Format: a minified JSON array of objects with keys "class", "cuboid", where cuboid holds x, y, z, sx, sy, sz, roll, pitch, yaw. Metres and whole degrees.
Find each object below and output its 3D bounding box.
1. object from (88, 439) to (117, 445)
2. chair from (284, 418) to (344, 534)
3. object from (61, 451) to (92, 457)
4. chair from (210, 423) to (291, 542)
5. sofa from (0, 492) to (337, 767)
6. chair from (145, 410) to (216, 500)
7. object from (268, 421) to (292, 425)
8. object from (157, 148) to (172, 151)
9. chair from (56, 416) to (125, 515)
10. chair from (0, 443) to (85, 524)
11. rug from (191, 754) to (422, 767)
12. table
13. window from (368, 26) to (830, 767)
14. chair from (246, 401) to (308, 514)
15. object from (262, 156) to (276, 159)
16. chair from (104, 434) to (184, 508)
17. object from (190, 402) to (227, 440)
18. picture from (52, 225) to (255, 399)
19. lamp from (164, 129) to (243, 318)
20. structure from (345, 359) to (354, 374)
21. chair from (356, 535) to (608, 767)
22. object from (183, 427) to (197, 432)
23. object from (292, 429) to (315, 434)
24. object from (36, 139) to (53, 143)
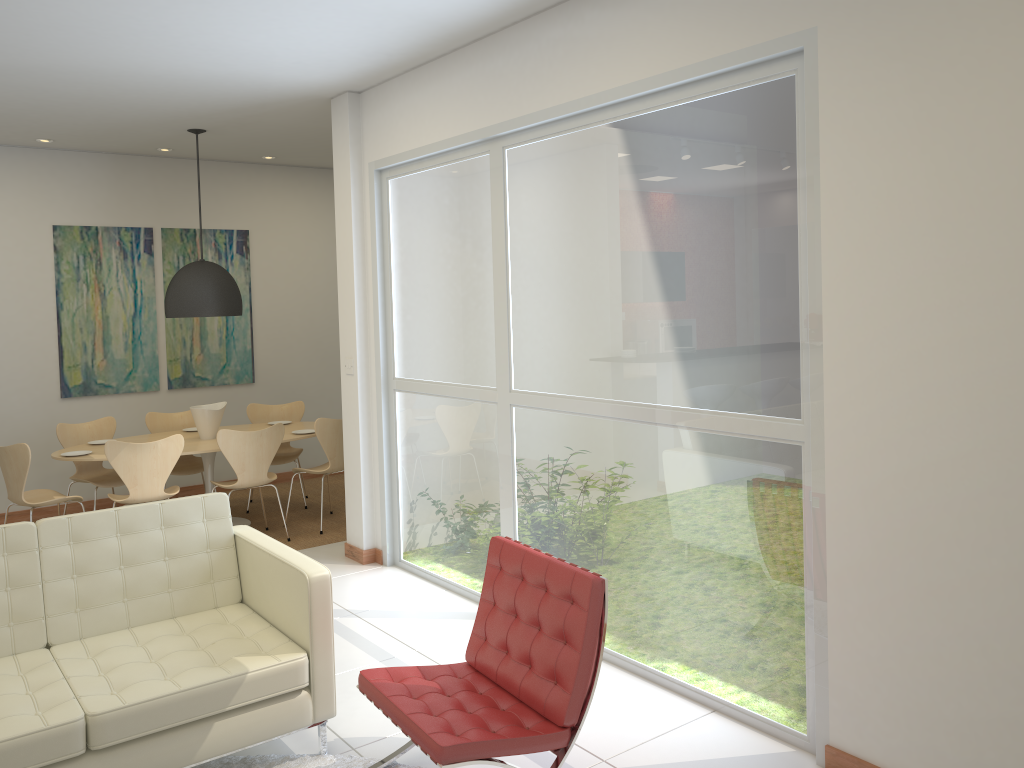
[{"class":"object","cuboid":[-3.257,0.465,7.034,0.210,0.015,0.211,-3,6,-15]},{"class":"chair","cuboid":[-1.498,0.687,7.167,0.516,0.905,0.522,0,4,37]},{"class":"object","cuboid":[-3.195,0.513,6.495,0.210,0.015,0.211,-3,6,-15]},{"class":"chair","cuboid":[-2.010,0.748,6.678,0.522,0.905,0.516,-4,4,-37]},{"class":"sofa","cuboid":[-2.005,1.068,3.066,2.570,0.920,1.002,-5,5,-37]},{"class":"chair","cuboid":[-2.807,0.689,7.549,0.522,0.905,0.516,-3,3,-32]},{"class":"object","cuboid":[-2.069,0.350,7.889,0.210,0.015,0.211,2,6,31]},{"class":"object","cuboid":[-3.089,-2.083,7.875,0.129,0.010,0.130,-1,5,8]},{"class":"chair","cuboid":[-3.283,0.747,7.080,0.516,0.905,0.523,0,3,33]},{"class":"chair","cuboid":[-3.337,0.825,6.268,0.521,0.905,0.517,1,4,37]},{"class":"rug","cuboid":[-1.365,1.604,2.082,3.334,0.004,2.447,-5,7,-35]},{"class":"table","cuboid":[-2.460,0.800,7.182,2.266,0.727,1.281,-5,6,-36]},{"class":"window","cuboid":[0.153,-0.029,4.617,0.121,2.707,3.437,-3,4,-36]},{"class":"chair","cuboid":[-2.107,0.634,7.919,0.521,0.905,0.517,-2,3,-12]},{"class":"object","cuboid":[-2.322,-2.159,8.445,0.129,0.010,0.130,-1,5,8]},{"class":"chair","cuboid":[-2.602,0.803,6.272,0.522,0.905,0.516,-3,3,-29]},{"class":"object","cuboid":[-2.457,0.298,7.159,0.271,0.279,0.262,-2,4,-1]},{"class":"picture","cuboid":[-3.259,-0.693,8.199,1.742,1.504,0.020,-5,3,-37]},{"class":"lamp","cuboid":[-2.501,-1.286,7.110,0.595,1.490,0.595,-3,3,-35]},{"class":"structure","cuboid":[-1.114,-0.120,6.054,0.013,0.104,0.114,-3,4,-36]},{"class":"chair","cuboid":[-0.102,1.060,3.181,0.707,0.815,0.701,-4,4,-31]},{"class":"object","cuboid":[-2.726,0.394,7.624,0.210,0.015,0.211,-4,6,-19]},{"class":"object","cuboid":[-1.704,0.396,7.282,0.210,0.015,0.211,0,6,18]},{"class":"object","cuboid":[-3.856,-2.007,7.304,0.129,0.010,0.130,-1,5,8]}]
